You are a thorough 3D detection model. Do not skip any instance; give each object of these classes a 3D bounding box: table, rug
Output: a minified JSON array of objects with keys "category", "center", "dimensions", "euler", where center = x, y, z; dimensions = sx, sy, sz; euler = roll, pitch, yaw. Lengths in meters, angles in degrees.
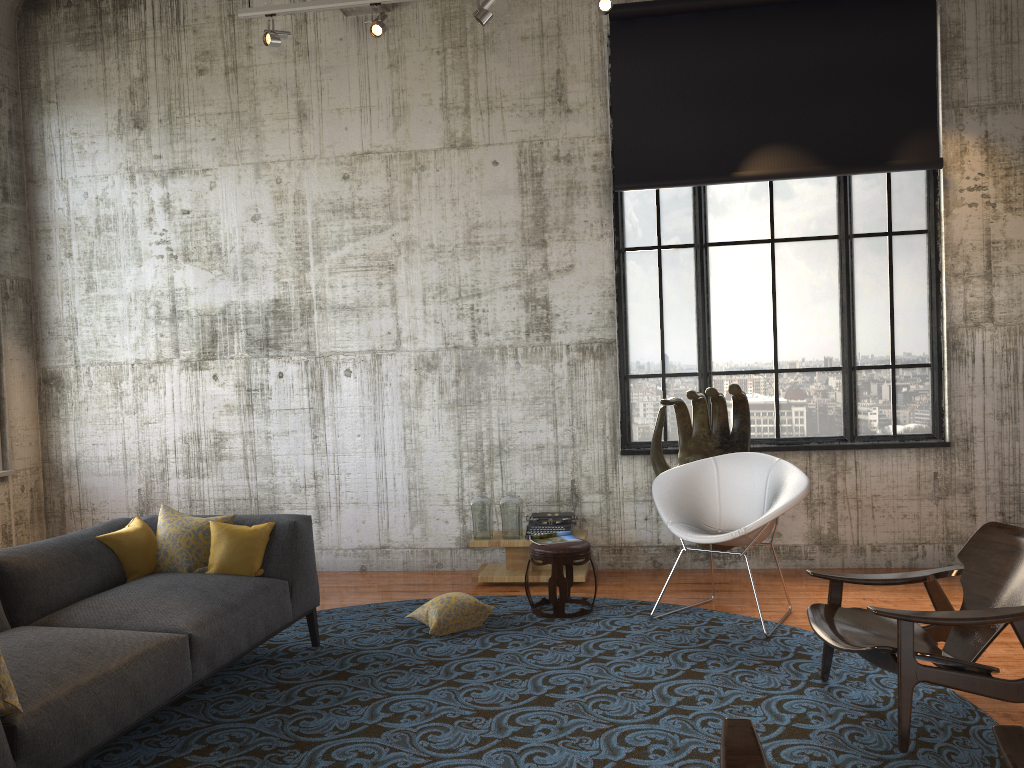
[{"category":"table","center":[0.150,1.368,6.965],"dimensions":[0.875,0.359,0.475],"euler":[-2,1,9]},{"category":"rug","center":[-0.298,1.569,4.089],"dimensions":[4.842,0.009,4.846],"euler":[-2,0,-35]}]

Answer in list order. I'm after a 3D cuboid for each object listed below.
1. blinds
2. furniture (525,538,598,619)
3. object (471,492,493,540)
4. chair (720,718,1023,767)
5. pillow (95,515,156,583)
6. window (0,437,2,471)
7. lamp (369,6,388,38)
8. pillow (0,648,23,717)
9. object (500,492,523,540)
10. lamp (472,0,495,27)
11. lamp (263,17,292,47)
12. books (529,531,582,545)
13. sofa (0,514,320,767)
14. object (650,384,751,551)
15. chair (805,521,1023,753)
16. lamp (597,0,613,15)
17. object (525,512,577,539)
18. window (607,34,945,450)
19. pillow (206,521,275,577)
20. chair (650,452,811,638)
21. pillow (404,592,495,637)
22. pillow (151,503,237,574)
[{"category":"blinds","center":[1.997,-2.301,6.834],"dimensions":[2.443,1.465,0.150],"euler":[-2,2,9]},{"category":"furniture","center":[0.333,1.299,6.008],"dimensions":[0.431,0.477,0.432],"euler":[-3,1,-36]},{"category":"object","center":[-0.229,1.026,6.901],"dimensions":[0.163,0.362,0.163],"euler":[-2,2,7]},{"category":"chair","center":[0.928,1.130,2.035],"dimensions":[0.875,0.794,1.042],"euler":[-2,1,10]},{"category":"pillow","center":[-2.107,0.945,4.961],"dimensions":[0.228,0.371,0.404],"euler":[-2,1,18]},{"category":"window","center":[-4.741,-0.913,5.428],"dimensions":[0.050,3.438,4.279],"euler":[-2,1,9]},{"category":"lamp","center":[-0.958,-2.580,6.349],"dimensions":[0.102,0.228,0.198],"euler":[-2,1,19]},{"category":"pillow","center":[-1.920,0.924,3.005],"dimensions":[0.537,0.446,0.260],"euler":[-2,2,16]},{"category":"object","center":[0.000,1.017,6.866],"dimensions":[0.163,0.362,0.163],"euler":[-2,2,11]},{"category":"lamp","center":[-0.199,-2.611,6.201],"dimensions":[0.182,0.241,0.102],"euler":[-2,2,4]},{"category":"lamp","center":[-1.731,-2.553,6.452],"dimensions":[0.102,0.211,0.260],"euler":[-1,2,44]},{"category":"books","center":[0.295,1.048,6.031],"dimensions":[0.300,0.043,0.229],"euler":[-2,0,-17]},{"category":"sofa","center":[-2.067,1.215,4.066],"dimensions":[1.362,0.862,3.001],"euler":[-2,0,10]},{"category":"object","center":[1.419,0.651,6.650],"dimensions":[0.728,1.297,0.455],"euler":[-2,2,20]},{"category":"chair","center":[1.924,1.086,4.016],"dimensions":[1.043,0.794,0.874],"euler":[-2,1,-1]},{"category":"lamp","center":[0.637,-2.642,6.095],"dimensions":[0.102,0.211,0.260],"euler":[-2,1,4]},{"category":"object","center":[0.295,1.106,6.909],"dimensions":[0.423,0.153,0.381],"euler":[-2,0,9]},{"category":"window","center":[2.071,-1.178,7.046],"dimensions":[2.579,3.439,0.050],"euler":[-2,2,9]},{"category":"pillow","center":[-1.541,0.923,4.963],"dimensions":[0.434,0.319,0.168],"euler":[-2,2,-17]},{"category":"chair","center":[1.380,0.982,5.688],"dimensions":[0.805,1.031,1.057],"euler":[-3,2,-42]},{"category":"pillow","center":[-0.382,1.474,5.733],"dimensions":[0.503,0.247,0.481],"euler":[-2,1,-25]},{"category":"pillow","center":[-1.862,0.916,5.042],"dimensions":[0.537,0.446,0.260],"euler":[-2,2,16]}]
